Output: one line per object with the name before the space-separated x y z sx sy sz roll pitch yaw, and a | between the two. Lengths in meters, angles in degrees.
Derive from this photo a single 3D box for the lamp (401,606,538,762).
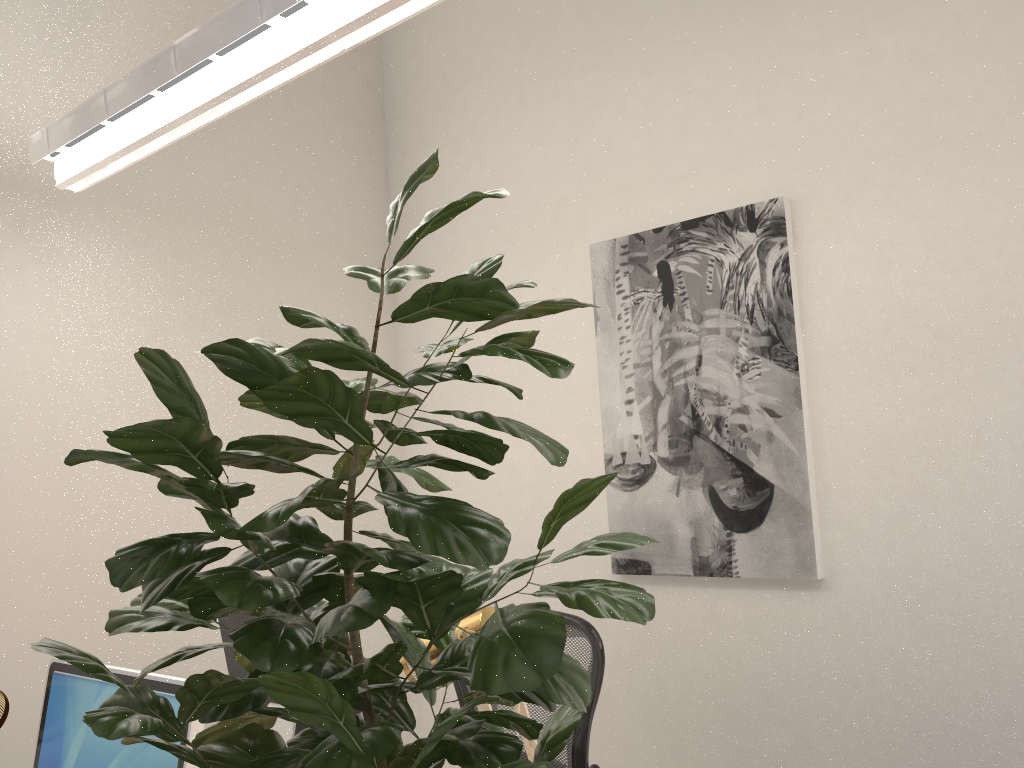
lamp | -0.065 0.682 1.772 0.345 0.469 0.126 -8 -7 39

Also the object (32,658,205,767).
object | -0.639 0.711 1.442 0.484 0.484 0.190 -8 -7 39

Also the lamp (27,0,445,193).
lamp | 1.479 -2.338 0.373 7.309 2.860 0.226 -8 -7 39

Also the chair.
chair | -0.049 1.211 2.454 0.771 1.084 0.793 -6 -6 22

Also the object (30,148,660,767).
object | -0.128 0.311 0.754 0.514 1.076 0.439 -6 -6 29

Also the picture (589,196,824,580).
picture | 0.615 0.042 2.960 0.732 1.181 0.049 -8 -7 39

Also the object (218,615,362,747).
object | -0.509 0.763 2.016 0.484 0.484 0.190 -8 -7 39

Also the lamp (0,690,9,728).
lamp | -1.088 0.735 1.692 0.344 0.469 0.126 -8 -7 39
